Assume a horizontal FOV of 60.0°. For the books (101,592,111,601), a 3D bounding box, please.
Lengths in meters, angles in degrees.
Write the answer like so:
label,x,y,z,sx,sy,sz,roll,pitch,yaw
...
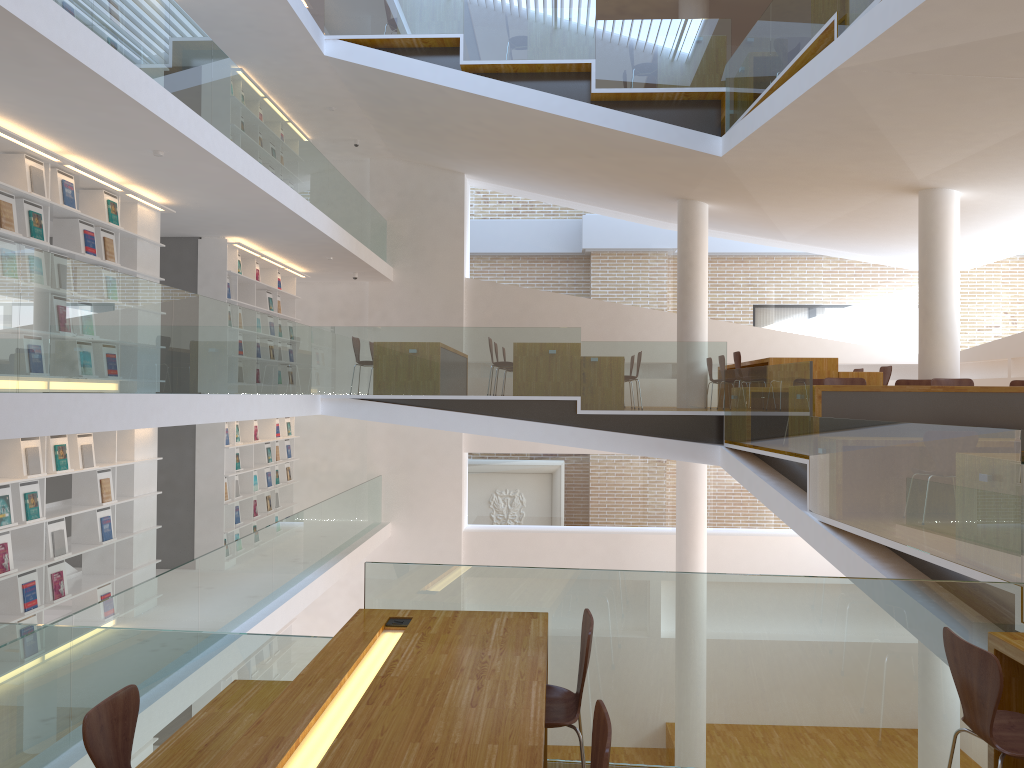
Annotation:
label,x,y,z,sx,sy,sz,roll,pitch,yaw
books,-3.485,1.910,7.628,0.037,0.210,0.145,0,-1,3

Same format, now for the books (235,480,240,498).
label,x,y,z,sx,sy,sz,roll,pitch,yaw
books,-3.380,1.290,10.882,0.037,0.210,0.145,0,-1,3

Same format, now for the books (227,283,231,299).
label,x,y,z,sx,sy,sz,roll,pitch,yaw
books,-3.381,-1.102,10.541,0.037,0.210,0.145,0,-1,3

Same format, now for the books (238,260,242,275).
label,x,y,z,sx,sy,sz,roll,pitch,yaw
books,-3.363,-1.427,10.917,0.037,0.210,0.145,0,-1,3

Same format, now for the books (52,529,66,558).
label,x,y,z,sx,sy,sz,roll,pitch,yaw
books,-3.515,1.244,6.884,0.037,0.210,0.145,0,-1,3

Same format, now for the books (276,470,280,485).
label,x,y,z,sx,sy,sz,roll,pitch,yaw
books,-3.302,1.314,12.461,0.037,0.210,0.145,0,-1,3

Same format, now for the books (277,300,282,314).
label,x,y,z,sx,sy,sz,roll,pitch,yaw
books,-3.287,-1.074,12.507,0.037,0.210,0.145,0,-1,3

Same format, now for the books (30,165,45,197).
label,x,y,z,sx,sy,sz,roll,pitch,yaw
books,-3.512,-1.495,6.566,0.037,0.210,0.145,0,-1,3

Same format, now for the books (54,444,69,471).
label,x,y,z,sx,sy,sz,roll,pitch,yaw
books,-3.509,0.577,6.906,0.037,0.210,0.145,0,-1,3

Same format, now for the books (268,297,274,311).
label,x,y,z,sx,sy,sz,roll,pitch,yaw
books,-3.304,-1.079,12.157,0.037,0.210,0.145,0,-1,3

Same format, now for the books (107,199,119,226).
label,x,y,z,sx,sy,sz,roll,pitch,yaw
books,-3.456,-1.479,7.685,0.037,0.210,0.145,0,-1,3

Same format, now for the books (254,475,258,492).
label,x,y,z,sx,sy,sz,roll,pitch,yaw
books,-3.349,1.295,11.568,0.037,0.210,0.145,0,-1,3

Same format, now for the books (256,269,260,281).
label,x,y,z,sx,sy,sz,roll,pitch,yaw
books,-3.329,-1.401,11.604,0.037,0.210,0.145,0,-1,3

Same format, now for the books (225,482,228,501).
label,x,y,z,sx,sy,sz,roll,pitch,yaw
books,-3.402,1.275,10.500,0.037,0.210,0.145,0,-1,3

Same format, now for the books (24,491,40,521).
label,x,y,z,sx,sy,sz,roll,pitch,yaw
books,-3.530,0.902,6.524,0.037,0.210,0.145,0,-1,3

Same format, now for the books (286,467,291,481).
label,x,y,z,sx,sy,sz,roll,pitch,yaw
books,-3.275,1.326,13.015,0.037,0.210,0.145,0,-1,3

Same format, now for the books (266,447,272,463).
label,x,y,z,sx,sy,sz,roll,pitch,yaw
books,-3.319,0.973,12.130,0.037,0.210,0.145,0,-1,3

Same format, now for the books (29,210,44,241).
label,x,y,z,sx,sy,sz,roll,pitch,yaw
books,-3.515,-1.165,6.555,0.037,0.210,0.145,0,-1,3

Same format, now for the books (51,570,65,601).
label,x,y,z,sx,sy,sz,roll,pitch,yaw
books,-3.520,1.565,6.878,0.037,0.210,0.145,0,-1,3

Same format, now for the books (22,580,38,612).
label,x,y,z,sx,sy,sz,roll,pitch,yaw
books,-3.538,1.559,6.511,0.037,0.210,0.145,0,-1,3

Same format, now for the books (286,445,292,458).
label,x,y,z,sx,sy,sz,roll,pitch,yaw
books,-3.273,1.001,13.016,0.037,0.210,0.145,0,-1,3

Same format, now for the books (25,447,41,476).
label,x,y,z,sx,sy,sz,roll,pitch,yaw
books,-3.527,0.571,6.536,0.037,0.210,0.145,0,-1,3

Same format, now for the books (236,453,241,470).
label,x,y,z,sx,sy,sz,roll,pitch,yaw
books,-3.377,0.959,10.901,0.037,0.210,0.145,0,-1,3

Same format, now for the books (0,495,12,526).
label,x,y,z,sx,sy,sz,roll,pitch,yaw
books,-3.551,0.886,6.188,0.037,0.210,0.145,0,-1,3

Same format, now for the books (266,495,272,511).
label,x,y,z,sx,sy,sz,roll,pitch,yaw
books,-3.321,1.634,12.125,0.037,0.210,0.145,0,-1,3

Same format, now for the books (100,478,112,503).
label,x,y,z,sx,sy,sz,roll,pitch,yaw
books,-3.480,0.916,7.600,0.037,0.210,0.145,0,-1,3

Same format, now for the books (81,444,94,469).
label,x,y,z,sx,sy,sz,roll,pitch,yaw
books,-3.490,0.602,7.294,0.037,0.210,0.145,0,-1,3

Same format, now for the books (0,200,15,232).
label,x,y,z,sx,sy,sz,roll,pitch,yaw
books,-3.535,-1.170,6.200,0.037,0.210,0.145,0,-1,3

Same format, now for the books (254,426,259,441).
label,x,y,z,sx,sy,sz,roll,pitch,yaw
books,-3.345,0.650,11.577,0.037,0.210,0.145,0,-1,3

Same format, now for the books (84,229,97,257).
label,x,y,z,sx,sy,sz,roll,pitch,yaw
books,-3.480,-1.157,7.314,0.037,0.210,0.145,0,-1,3

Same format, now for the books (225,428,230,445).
label,x,y,z,sx,sy,sz,roll,pitch,yaw
books,-3.394,0.633,10.525,0.037,0.210,0.145,0,-1,3

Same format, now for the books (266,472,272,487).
label,x,y,z,sx,sy,sz,roll,pitch,yaw
books,-3.319,1.309,12.125,0.037,0.210,0.145,0,-1,3

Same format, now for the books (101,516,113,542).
label,x,y,z,sx,sy,sz,roll,pitch,yaw
books,-3.479,1.245,7.612,0.037,0.210,0.145,0,-1,3

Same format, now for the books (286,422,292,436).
label,x,y,z,sx,sy,sz,roll,pitch,yaw
books,-3.273,0.665,13.020,0.037,0.210,0.145,0,-1,3

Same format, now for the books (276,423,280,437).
label,x,y,z,sx,sy,sz,roll,pitch,yaw
books,-3.300,0.663,12.484,0.037,0.210,0.145,0,-1,3

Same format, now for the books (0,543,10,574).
label,x,y,z,sx,sy,sz,roll,pitch,yaw
books,-3.553,1.219,6.173,0.037,0.210,0.145,0,-1,3

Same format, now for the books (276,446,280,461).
label,x,y,z,sx,sy,sz,roll,pitch,yaw
books,-3.302,0.978,12.480,0.037,0.210,0.145,0,-1,3

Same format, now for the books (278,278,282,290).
label,x,y,z,sx,sy,sz,roll,pitch,yaw
books,-3.284,-1.389,12.512,0.037,0.210,0.145,0,-1,3

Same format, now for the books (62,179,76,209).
label,x,y,z,sx,sy,sz,roll,pitch,yaw
books,-3.491,-1.491,6.986,0.037,0.210,0.145,0,-1,3

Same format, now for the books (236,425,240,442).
label,x,y,z,sx,sy,sz,roll,pitch,yaw
books,-3.379,0.605,10.883,0.037,0.210,0.145,0,-1,3

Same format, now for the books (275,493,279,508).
label,x,y,z,sx,sy,sz,roll,pitch,yaw
books,-3.305,1.639,12.456,0.037,0.210,0.145,0,-1,3

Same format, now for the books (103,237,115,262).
label,x,y,z,sx,sy,sz,roll,pitch,yaw
books,-3.464,-1.150,7.630,0.037,0.210,0.145,0,-1,3
